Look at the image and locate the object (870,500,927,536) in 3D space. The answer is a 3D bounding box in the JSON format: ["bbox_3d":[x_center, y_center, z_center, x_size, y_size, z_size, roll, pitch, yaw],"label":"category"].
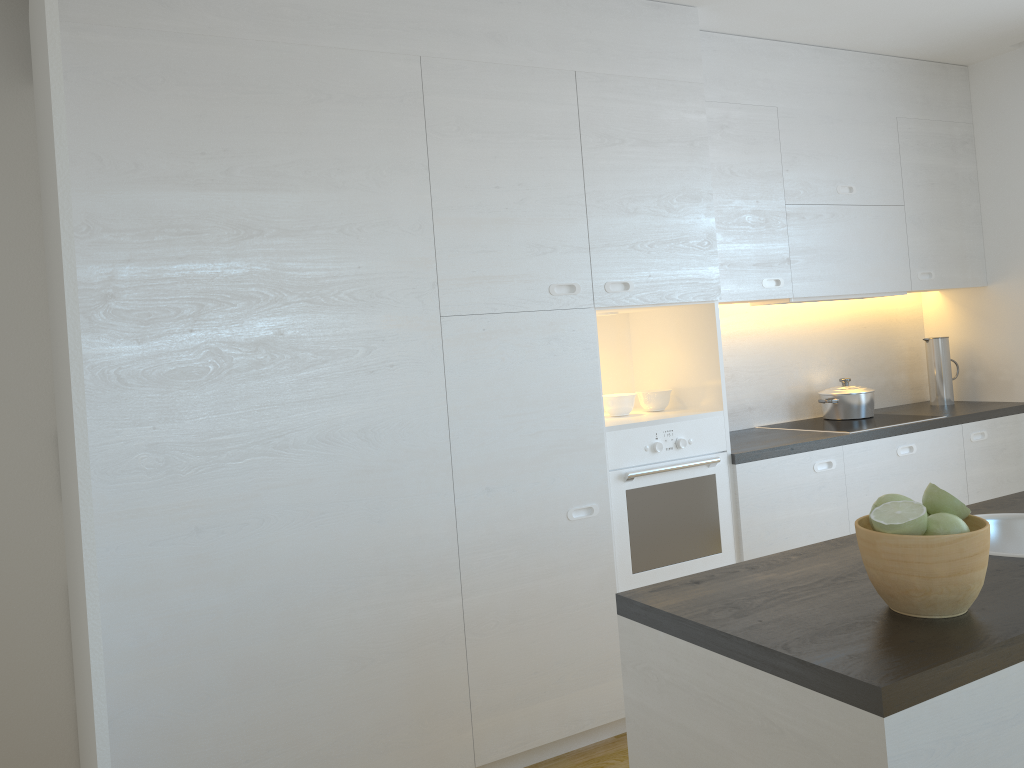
[{"bbox_3d":[0.630,0.229,1.440,0.084,0.065,0.085,-5,1,-17],"label":"object"}]

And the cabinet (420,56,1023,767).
[{"bbox_3d":[1.074,-0.064,3.841,3.208,2.303,0.479,-5,0,-29],"label":"cabinet"}]

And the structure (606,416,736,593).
[{"bbox_3d":[0.607,0.446,3.297,0.562,0.596,0.049,-5,-1,-29],"label":"structure"}]

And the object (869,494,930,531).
[{"bbox_3d":[0.668,0.237,1.521,0.102,0.099,0.086,-5,0,-8],"label":"object"}]

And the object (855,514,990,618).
[{"bbox_3d":[0.686,0.301,1.473,0.204,0.142,0.206,-4,1,23],"label":"object"}]

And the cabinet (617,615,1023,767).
[{"bbox_3d":[1.429,0.786,2.003,2.405,0.911,0.599,-6,1,-29],"label":"cabinet"}]

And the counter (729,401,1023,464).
[{"bbox_3d":[1.593,0.202,4.180,2.005,0.040,0.599,-6,3,-29],"label":"counter"}]

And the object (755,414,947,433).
[{"bbox_3d":[1.594,0.184,4.185,0.655,0.013,0.561,-6,3,-29],"label":"object"}]

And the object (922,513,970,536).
[{"bbox_3d":[0.709,0.252,1.450,0.081,0.085,0.098,-4,1,26],"label":"object"}]

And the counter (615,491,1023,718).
[{"bbox_3d":[1.391,0.313,2.012,2.405,0.040,0.599,-6,3,-29],"label":"counter"}]

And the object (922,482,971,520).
[{"bbox_3d":[0.739,0.203,1.506,0.074,0.072,0.077,-5,1,-4],"label":"object"}]

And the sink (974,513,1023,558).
[{"bbox_3d":[1.104,0.394,1.888,0.404,0.157,0.404,-4,2,13],"label":"sink"}]
